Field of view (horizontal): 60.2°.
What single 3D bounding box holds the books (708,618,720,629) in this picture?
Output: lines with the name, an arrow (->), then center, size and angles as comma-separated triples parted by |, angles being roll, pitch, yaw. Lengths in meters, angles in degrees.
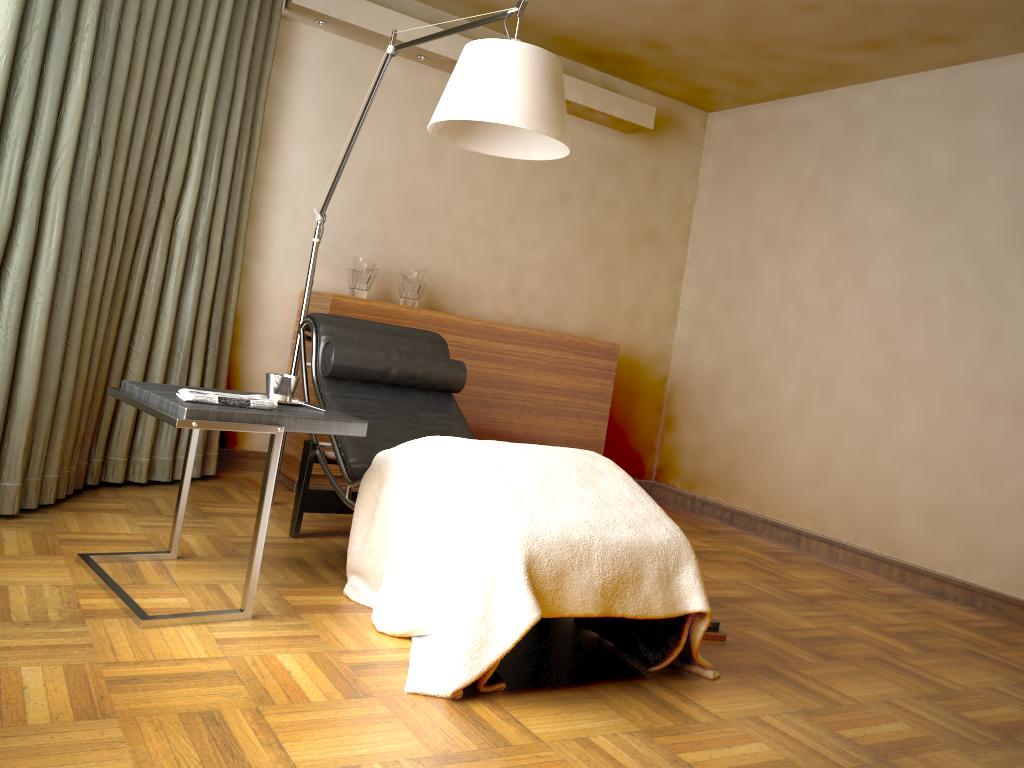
books -> 0.490, 0.728, 2.783 | 0.263, 0.020, 0.190 | 8, 3, -28

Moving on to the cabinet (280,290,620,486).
cabinet -> -0.285, 0.088, 4.539 | 1.662, 0.865, 0.417 | 8, -1, -32

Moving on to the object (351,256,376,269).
object -> -0.715, -0.522, 4.188 | 0.123, 0.150, 0.121 | 9, -1, 40

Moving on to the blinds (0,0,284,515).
blinds -> -1.378, -0.823, 3.244 | 0.225, 2.461, 1.524 | 9, -1, 12

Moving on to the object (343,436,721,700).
object -> 0.027, 0.444, 2.460 | 0.911, 0.522, 0.914 | 8, 1, -32

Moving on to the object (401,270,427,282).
object -> -0.491, -0.492, 4.329 | 0.123, 0.150, 0.121 | 9, -1, 37

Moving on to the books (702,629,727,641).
books -> 0.497, 0.751, 2.769 | 0.279, 0.022, 0.201 | 8, 2, -18

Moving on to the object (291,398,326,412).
object -> -0.586, 0.059, 2.541 | 0.124, 0.019, 0.029 | 10, 1, 27

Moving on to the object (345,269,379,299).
object -> -0.721, -0.484, 4.186 | 0.156, 0.155, 0.155 | 9, 0, 15

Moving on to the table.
table -> -0.755, 0.068, 2.479 | 0.514, 0.045, 0.502 | 7, 3, -41

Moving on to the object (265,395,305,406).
object -> -0.681, 0.049, 2.576 | 0.149, 0.009, 0.151 | 8, 3, -27

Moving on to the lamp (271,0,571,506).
lamp -> -0.342, -0.344, 3.147 | 0.448, 1.973, 1.421 | 11, -1, -29

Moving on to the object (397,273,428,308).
object -> -0.497, -0.454, 4.327 | 0.154, 0.155, 0.157 | 9, 0, -42

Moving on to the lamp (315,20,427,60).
lamp -> -0.447, -1.670, 4.494 | 1.150, 0.028, 0.050 | 8, 2, -32

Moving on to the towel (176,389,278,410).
towel -> -0.762, 0.040, 2.357 | 0.239, 0.035, 0.179 | 8, 3, -28

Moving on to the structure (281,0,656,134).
structure -> -0.149, -1.685, 4.692 | 2.164, 0.130, 0.275 | 8, 2, -32

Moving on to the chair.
chair -> -0.214, 0.234, 2.925 | 0.631, 0.799, 1.798 | 10, 1, -32

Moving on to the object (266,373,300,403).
object -> -0.678, 0.012, 2.584 | 0.097, 0.079, 0.111 | 9, 1, -31
